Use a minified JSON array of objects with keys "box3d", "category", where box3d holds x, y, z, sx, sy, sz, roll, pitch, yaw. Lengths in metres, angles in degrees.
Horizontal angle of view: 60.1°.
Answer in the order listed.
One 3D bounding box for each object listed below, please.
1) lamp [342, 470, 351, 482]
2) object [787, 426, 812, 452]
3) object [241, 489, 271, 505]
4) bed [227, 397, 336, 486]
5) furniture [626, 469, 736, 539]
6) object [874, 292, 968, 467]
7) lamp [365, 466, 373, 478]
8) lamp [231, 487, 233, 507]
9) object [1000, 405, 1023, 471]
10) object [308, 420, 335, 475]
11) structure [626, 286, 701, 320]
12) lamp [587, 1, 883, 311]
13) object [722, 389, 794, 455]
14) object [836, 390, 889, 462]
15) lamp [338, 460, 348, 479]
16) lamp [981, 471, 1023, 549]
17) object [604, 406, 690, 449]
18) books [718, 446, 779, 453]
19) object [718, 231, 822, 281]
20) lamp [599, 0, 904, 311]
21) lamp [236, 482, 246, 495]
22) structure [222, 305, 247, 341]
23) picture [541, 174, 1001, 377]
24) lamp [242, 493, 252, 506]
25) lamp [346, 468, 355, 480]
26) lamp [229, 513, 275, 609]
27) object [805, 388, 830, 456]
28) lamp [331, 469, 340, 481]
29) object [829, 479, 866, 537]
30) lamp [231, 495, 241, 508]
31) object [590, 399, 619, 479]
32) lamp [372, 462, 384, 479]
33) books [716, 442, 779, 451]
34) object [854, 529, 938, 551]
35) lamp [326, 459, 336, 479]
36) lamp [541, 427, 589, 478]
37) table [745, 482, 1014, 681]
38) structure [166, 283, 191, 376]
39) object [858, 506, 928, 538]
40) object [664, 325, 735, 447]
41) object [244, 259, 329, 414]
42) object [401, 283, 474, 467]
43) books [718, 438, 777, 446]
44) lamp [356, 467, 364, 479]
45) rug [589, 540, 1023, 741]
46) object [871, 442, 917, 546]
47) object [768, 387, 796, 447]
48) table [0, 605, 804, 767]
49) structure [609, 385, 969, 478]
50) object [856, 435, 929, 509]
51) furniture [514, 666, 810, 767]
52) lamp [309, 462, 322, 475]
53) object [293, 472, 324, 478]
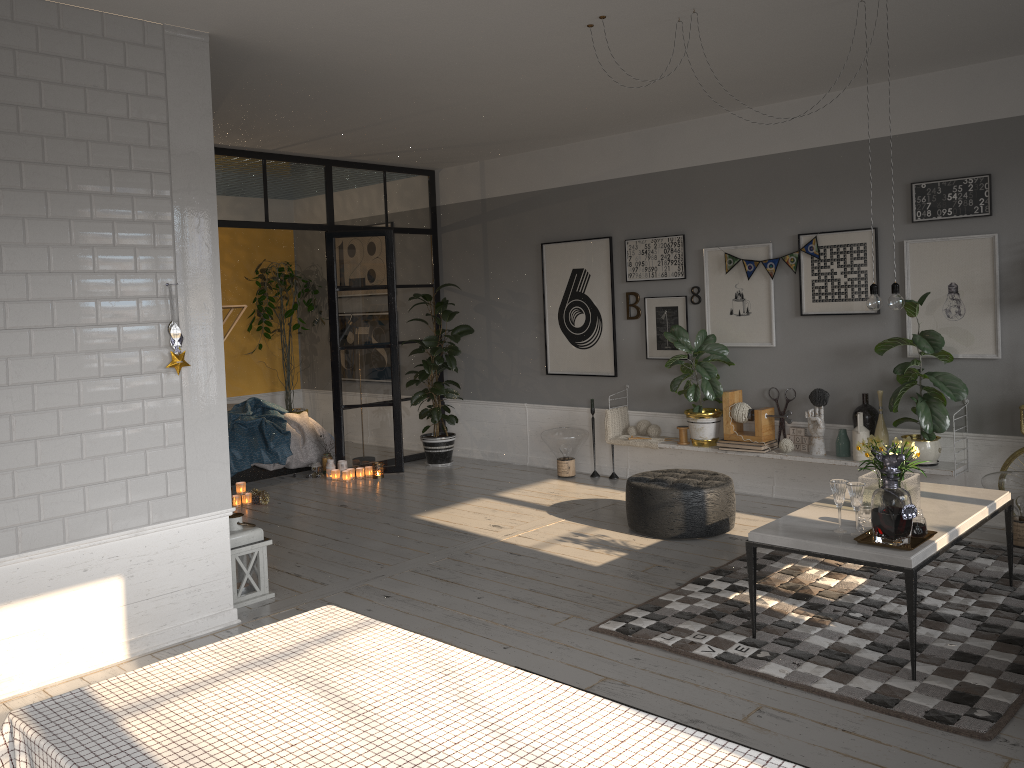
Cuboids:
[{"box3d":[-1.516,0.846,8.113,0.081,0.098,0.081,-3,3,-6],"category":"lamp"},{"box3d":[2.169,0.410,6.568,0.078,0.173,0.265,-4,4,-41],"category":"object"},{"box3d":[-2.278,0.936,7.471,0.717,0.117,0.193,1,5,32],"category":"object"},{"box3d":[-3.121,0.496,8.937,2.323,0.768,1.904,2,7,44],"category":"bed"},{"box3d":[1.145,0.801,6.031,0.735,0.356,0.738,0,5,30],"category":"furniture"},{"box3d":[2.703,-0.033,5.841,0.416,1.148,0.568,-3,2,-7],"category":"object"},{"box3d":[-1.334,0.823,8.269,0.081,0.098,0.081,-3,3,-6],"category":"lamp"},{"box3d":[-2.291,0.929,7.081,0.115,0.186,0.115,0,3,42],"category":"lamp"},{"box3d":[3.644,0.489,4.999,1.625,0.967,0.428,1,3,35],"category":"object"},{"box3d":[-1.756,0.605,8.564,0.437,0.521,0.279,-3,2,-6],"category":"object"},{"box3d":[1.269,-0.678,7.439,0.739,0.262,0.024,2,4,43],"category":"structure"},{"box3d":[1.105,-1.111,4.469,1.395,1.533,0.074,-2,2,12],"category":"lamp"},{"box3d":[1.880,0.282,6.681,0.546,0.439,0.239,1,4,43],"category":"object"},{"box3d":[2.432,0.280,6.162,0.285,0.487,0.333,-2,3,4],"category":"object"},{"box3d":[-1.580,0.801,8.268,0.092,0.166,0.089,-2,2,10],"category":"lamp"},{"box3d":[3.054,0.750,5.288,0.433,0.436,0.433,-3,4,-16],"category":"lamp"},{"box3d":[1.164,0.369,7.367,0.785,0.306,0.330,2,6,44],"category":"object"},{"box3d":[1.811,0.483,6.759,0.368,0.021,0.297,2,7,38],"category":"books"},{"box3d":[1.948,-0.957,6.743,0.914,0.338,0.057,2,4,43],"category":"object"},{"box3d":[1.155,-1.101,4.340,1.395,1.533,0.074,-2,2,12],"category":"lamp"},{"box3d":[-2.219,0.857,7.245,0.081,0.098,0.081,-3,3,-6],"category":"lamp"},{"box3d":[-1.636,-0.578,4.740,0.495,0.774,0.186,0,3,43],"category":"structure"},{"box3d":[-0.907,-0.625,6.708,7.295,1.790,4.052,2,7,43],"category":"picture"},{"box3d":[-2.182,0.951,7.280,0.081,0.098,0.081,-3,3,-6],"category":"lamp"},{"box3d":[-1.495,0.837,8.200,0.081,0.098,0.081,-3,3,-6],"category":"lamp"},{"box3d":[-1.529,0.954,4.900,0.287,0.476,0.287,0,3,42],"category":"lamp"},{"box3d":[2.213,0.271,6.389,0.155,0.482,0.137,-1,2,43],"category":"object"},{"box3d":[-1.631,0.844,8.182,0.080,0.098,0.081,-2,3,8],"category":"lamp"},{"box3d":[1.476,0.544,3.888,0.082,0.226,0.168,-4,3,-35],"category":"object"},{"box3d":[-2.249,0.959,7.219,0.081,0.098,0.081,-3,3,-6],"category":"lamp"},{"box3d":[0.802,0.475,7.801,0.279,0.699,0.092,-1,2,36],"category":"object"},{"box3d":[-1.245,0.803,8.224,0.107,0.140,0.108,-2,3,7],"category":"lamp"},{"box3d":[1.798,0.459,6.763,0.384,0.029,0.261,3,7,44],"category":"books"},{"box3d":[1.633,0.652,3.764,0.247,0.015,0.319,3,7,43],"category":"object"},{"box3d":[-1.697,0.798,8.290,0.092,0.179,0.092,-3,3,-26],"category":"lamp"},{"box3d":[0.479,0.611,7.918,0.433,0.436,0.433,-4,4,-25],"category":"lamp"},{"box3d":[1.825,0.862,4.275,0.732,0.509,1.461,1,6,43],"category":"table"},{"box3d":[-1.626,-0.264,4.264,0.078,0.446,0.134,-1,2,31],"category":"structure"},{"box3d":[1.668,0.608,3.890,0.279,0.087,0.247,0,5,21],"category":"object"},{"box3d":[1.481,0.007,6.956,0.510,0.961,0.547,-1,3,29],"category":"object"},{"box3d":[-2.656,-0.393,10.542,1.248,2.199,1.348,-1,3,30],"category":"object"},{"box3d":[-1.755,0.061,7.550,1.011,1.790,3.909,0,5,43],"category":"object"},{"box3d":[1.801,0.435,6.772,0.379,0.017,0.230,2,7,40],"category":"books"},{"box3d":[-1.410,0.831,8.220,0.081,0.098,0.081,-3,3,-6],"category":"lamp"},{"box3d":[1.874,1.075,4.553,1.770,0.034,2.535,3,7,43],"category":"rug"},{"box3d":[1.589,0.459,3.705,0.148,0.416,0.156,-3,2,-27],"category":"object"},{"box3d":[2.057,0.259,6.714,0.221,0.462,0.019,0,2,43],"category":"object"},{"box3d":[-0.077,1.059,1.491,2.026,0.782,0.934,2,6,43],"category":"table"},{"box3d":[1.914,0.308,6.691,2.776,0.485,0.309,3,5,43],"category":"structure"},{"box3d":[1.821,0.433,4.243,0.353,0.350,0.325,-6,5,-44],"category":"object"},{"box3d":[0.446,1.147,2.090,1.670,0.454,0.467,2,6,43],"category":"furniture"},{"box3d":[-1.869,0.816,8.449,0.096,0.131,0.109,-2,3,14],"category":"lamp"},{"box3d":[-1.929,0.867,8.380,0.326,0.053,0.088,-2,4,7],"category":"object"}]
